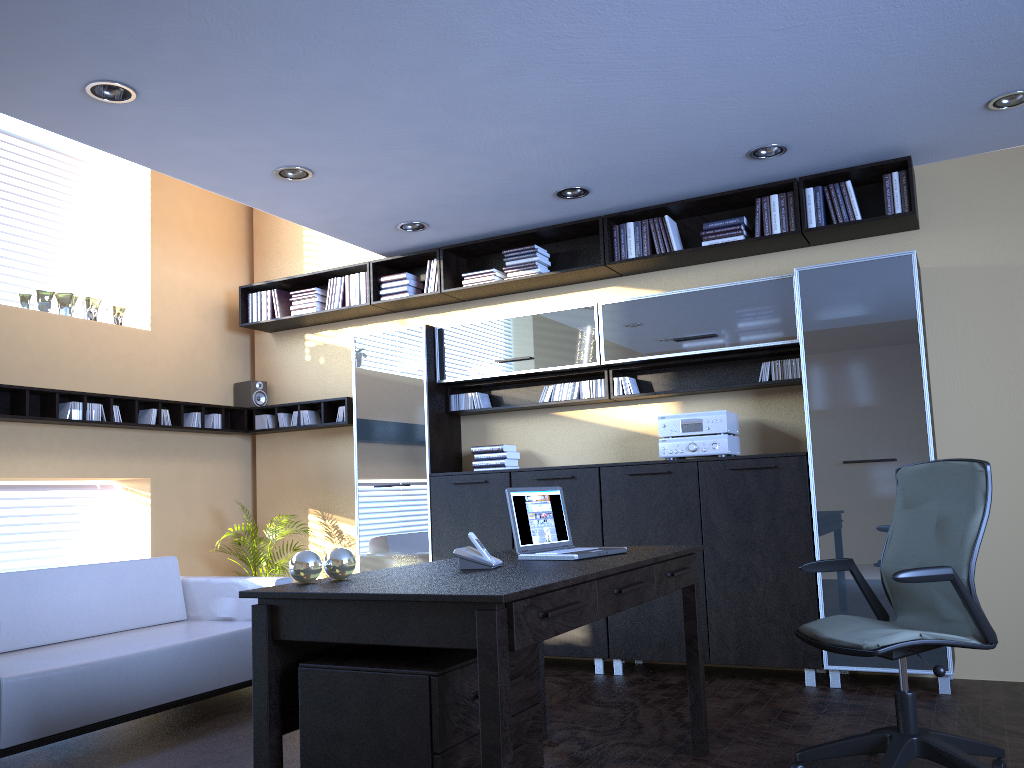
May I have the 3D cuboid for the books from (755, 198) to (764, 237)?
[{"bbox_3d":[1.565,-1.011,5.568,0.055,0.259,0.208,-5,-7,27],"label":"books"}]

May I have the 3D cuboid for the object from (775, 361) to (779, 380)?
[{"bbox_3d":[1.660,-0.077,5.512,0.009,0.120,0.142,-5,-7,27],"label":"object"}]

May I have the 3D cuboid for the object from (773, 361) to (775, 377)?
[{"bbox_3d":[1.649,-0.074,5.534,0.009,0.120,0.142,-5,-7,27],"label":"object"}]

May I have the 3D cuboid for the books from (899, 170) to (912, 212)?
[{"bbox_3d":[2.306,-1.092,5.182,0.050,0.258,0.208,-5,-7,27],"label":"books"}]

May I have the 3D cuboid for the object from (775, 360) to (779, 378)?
[{"bbox_3d":[1.662,-0.077,5.515,0.009,0.124,0.142,-5,-7,27],"label":"object"}]

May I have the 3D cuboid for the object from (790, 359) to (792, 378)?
[{"bbox_3d":[1.737,-0.084,5.486,0.009,0.120,0.142,-5,-7,27],"label":"object"}]

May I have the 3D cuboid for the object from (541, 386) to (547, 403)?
[{"bbox_3d":[0.256,0.079,6.257,0.059,0.112,0.142,-6,-7,27],"label":"object"}]

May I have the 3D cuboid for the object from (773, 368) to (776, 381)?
[{"bbox_3d":[1.643,-0.076,5.521,0.009,0.124,0.142,-5,-7,27],"label":"object"}]

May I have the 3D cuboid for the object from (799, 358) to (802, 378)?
[{"bbox_3d":[1.785,-0.091,5.448,0.009,0.120,0.142,-5,-7,27],"label":"object"}]

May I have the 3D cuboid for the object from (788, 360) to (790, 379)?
[{"bbox_3d":[1.728,-0.083,5.491,0.006,0.118,0.140,-5,-7,27],"label":"object"}]

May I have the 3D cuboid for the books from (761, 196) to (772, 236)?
[{"bbox_3d":[1.614,-1.017,5.546,0.050,0.258,0.208,-5,-7,27],"label":"books"}]

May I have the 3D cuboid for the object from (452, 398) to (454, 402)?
[{"bbox_3d":[-0.401,0.146,6.592,0.009,0.120,0.142,-5,-7,27],"label":"object"}]

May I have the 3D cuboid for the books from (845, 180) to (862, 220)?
[{"bbox_3d":[2.054,-1.066,5.306,0.075,0.259,0.208,-5,-7,26],"label":"books"}]

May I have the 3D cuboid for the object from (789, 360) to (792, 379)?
[{"bbox_3d":[1.733,-0.085,5.479,0.006,0.118,0.140,-5,-7,27],"label":"object"}]

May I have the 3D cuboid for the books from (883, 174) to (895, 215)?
[{"bbox_3d":[2.231,-1.082,5.233,0.050,0.258,0.208,-5,-7,26],"label":"books"}]

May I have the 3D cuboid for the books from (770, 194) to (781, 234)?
[{"bbox_3d":[1.656,-1.023,5.515,0.050,0.258,0.208,-5,-7,27],"label":"books"}]

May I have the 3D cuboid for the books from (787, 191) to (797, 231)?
[{"bbox_3d":[1.748,-1.032,5.467,0.050,0.258,0.208,-5,-7,27],"label":"books"}]

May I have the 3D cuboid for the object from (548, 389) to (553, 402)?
[{"bbox_3d":[0.300,0.074,6.234,0.059,0.112,0.142,-6,-7,27],"label":"object"}]

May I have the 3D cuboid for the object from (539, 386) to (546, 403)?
[{"bbox_3d":[0.242,0.079,6.252,0.059,0.112,0.142,-5,-7,27],"label":"object"}]

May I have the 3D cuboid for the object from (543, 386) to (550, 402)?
[{"bbox_3d":[0.271,0.077,6.242,0.059,0.112,0.142,-6,-7,27],"label":"object"}]

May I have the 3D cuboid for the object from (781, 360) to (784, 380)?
[{"bbox_3d":[1.690,-0.080,5.503,0.009,0.120,0.142,-5,-7,27],"label":"object"}]

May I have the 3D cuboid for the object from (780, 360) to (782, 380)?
[{"bbox_3d":[1.682,-0.079,5.511,0.009,0.120,0.142,-5,-7,27],"label":"object"}]

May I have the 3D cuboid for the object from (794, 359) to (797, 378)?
[{"bbox_3d":[1.760,-0.088,5.464,0.009,0.120,0.142,-5,-7,27],"label":"object"}]

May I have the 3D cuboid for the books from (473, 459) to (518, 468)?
[{"bbox_3d":[-0.117,0.568,6.328,0.259,0.050,0.208,-6,-8,27],"label":"books"}]

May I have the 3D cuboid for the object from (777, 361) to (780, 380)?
[{"bbox_3d":[1.676,-0.077,5.520,0.009,0.120,0.142,-5,-7,27],"label":"object"}]

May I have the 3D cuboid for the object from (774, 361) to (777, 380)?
[{"bbox_3d":[1.656,-0.076,5.526,0.009,0.120,0.142,-5,-7,27],"label":"object"}]

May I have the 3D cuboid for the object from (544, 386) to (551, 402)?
[{"bbox_3d":[0.279,0.076,6.235,0.055,0.109,0.140,-6,-7,27],"label":"object"}]

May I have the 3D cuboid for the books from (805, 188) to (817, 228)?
[{"bbox_3d":[1.838,-1.043,5.418,0.050,0.258,0.208,-5,-7,27],"label":"books"}]

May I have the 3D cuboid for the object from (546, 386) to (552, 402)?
[{"bbox_3d":[0.290,0.075,6.234,0.055,0.109,0.140,-6,-7,27],"label":"object"}]

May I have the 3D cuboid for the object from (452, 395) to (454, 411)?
[{"bbox_3d":[-0.402,0.146,6.588,0.006,0.118,0.140,-5,-7,27],"label":"object"}]

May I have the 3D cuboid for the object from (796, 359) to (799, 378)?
[{"bbox_3d":[1.772,-0.088,5.466,0.009,0.120,0.142,-5,-7,27],"label":"object"}]

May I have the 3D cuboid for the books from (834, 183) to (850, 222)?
[{"bbox_3d":[2.000,-1.059,5.340,0.075,0.259,0.208,-6,-7,28],"label":"books"}]

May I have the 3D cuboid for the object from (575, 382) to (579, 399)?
[{"bbox_3d":[0.477,0.051,6.133,0.036,0.115,0.140,-5,-7,27],"label":"object"}]

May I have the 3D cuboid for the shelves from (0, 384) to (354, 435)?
[{"bbox_3d":[-3.280,-0.026,4.496,1.250,0.213,6.634,-6,-8,27],"label":"shelves"}]

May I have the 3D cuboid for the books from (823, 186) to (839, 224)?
[{"bbox_3d":[1.952,-1.052,5.384,0.075,0.259,0.208,-5,-7,28],"label":"books"}]

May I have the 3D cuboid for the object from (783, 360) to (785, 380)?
[{"bbox_3d":[1.703,-0.080,5.509,0.006,0.118,0.140,-5,-7,27],"label":"object"}]

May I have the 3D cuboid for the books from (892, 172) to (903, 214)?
[{"bbox_3d":[2.266,-1.088,5.203,0.036,0.258,0.208,-5,-7,27],"label":"books"}]

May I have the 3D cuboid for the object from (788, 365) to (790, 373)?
[{"bbox_3d":[1.729,-0.083,5.493,0.009,0.120,0.142,-5,-7,27],"label":"object"}]

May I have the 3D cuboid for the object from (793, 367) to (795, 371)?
[{"bbox_3d":[1.757,-0.086,5.480,0.009,0.120,0.142,-5,-7,27],"label":"object"}]

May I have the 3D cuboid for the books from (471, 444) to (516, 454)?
[{"bbox_3d":[-0.130,0.468,6.342,0.258,0.050,0.208,-6,-8,26],"label":"books"}]

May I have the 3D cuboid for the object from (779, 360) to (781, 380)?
[{"bbox_3d":[1.676,-0.080,5.501,0.006,0.118,0.140,-5,-7,27],"label":"object"}]

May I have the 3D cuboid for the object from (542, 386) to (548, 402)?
[{"bbox_3d":[0.262,0.078,6.247,0.059,0.112,0.142,-6,-7,27],"label":"object"}]

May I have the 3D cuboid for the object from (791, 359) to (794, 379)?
[{"bbox_3d":[1.743,-0.086,5.475,0.009,0.120,0.142,-5,-7,27],"label":"object"}]

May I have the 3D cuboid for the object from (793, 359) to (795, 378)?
[{"bbox_3d":[1.754,-0.086,5.476,0.006,0.118,0.140,-5,-7,27],"label":"object"}]

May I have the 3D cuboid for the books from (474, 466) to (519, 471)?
[{"bbox_3d":[-0.108,0.618,6.314,0.259,0.050,0.208,-6,-8,28],"label":"books"}]

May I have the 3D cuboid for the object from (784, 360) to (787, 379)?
[{"bbox_3d":[1.707,-0.082,5.494,0.009,0.120,0.142,-5,-7,27],"label":"object"}]

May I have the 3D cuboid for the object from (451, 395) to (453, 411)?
[{"bbox_3d":[-0.412,0.147,6.591,0.009,0.120,0.142,-5,-7,27],"label":"object"}]

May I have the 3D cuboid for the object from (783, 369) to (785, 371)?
[{"bbox_3d":[1.707,-0.079,5.515,0.009,0.120,0.142,-5,-7,27],"label":"object"}]

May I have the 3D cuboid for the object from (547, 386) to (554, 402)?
[{"bbox_3d":[0.297,0.074,6.227,0.055,0.109,0.140,-6,-7,27],"label":"object"}]

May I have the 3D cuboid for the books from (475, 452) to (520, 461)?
[{"bbox_3d":[-0.104,0.517,6.336,0.259,0.050,0.208,-6,-8,27],"label":"books"}]

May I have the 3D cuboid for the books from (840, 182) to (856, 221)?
[{"bbox_3d":[2.027,-1.063,5.322,0.075,0.259,0.208,-5,-7,27],"label":"books"}]

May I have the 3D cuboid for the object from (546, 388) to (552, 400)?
[{"bbox_3d":[0.290,0.075,6.235,0.059,0.112,0.142,-6,-7,27],"label":"object"}]

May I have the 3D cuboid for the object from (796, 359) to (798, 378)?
[{"bbox_3d":[1.771,-0.088,5.464,0.006,0.118,0.140,-5,-7,27],"label":"object"}]

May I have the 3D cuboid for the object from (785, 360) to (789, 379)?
[{"bbox_3d":[1.715,-0.083,5.487,0.009,0.120,0.142,-5,-7,27],"label":"object"}]

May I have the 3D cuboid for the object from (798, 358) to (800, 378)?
[{"bbox_3d":[1.776,-0.090,5.453,0.006,0.118,0.140,-5,-7,27],"label":"object"}]

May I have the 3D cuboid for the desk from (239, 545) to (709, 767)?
[{"bbox_3d":[0.043,1.107,3.236,0.915,0.888,1.898,-6,-8,27],"label":"desk"}]

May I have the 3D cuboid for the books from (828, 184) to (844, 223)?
[{"bbox_3d":[1.970,-1.057,5.351,0.075,0.259,0.208,-5,-7,27],"label":"books"}]

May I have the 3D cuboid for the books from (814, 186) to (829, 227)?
[{"bbox_3d":[1.885,-1.047,5.394,0.050,0.258,0.208,-5,-7,27],"label":"books"}]
